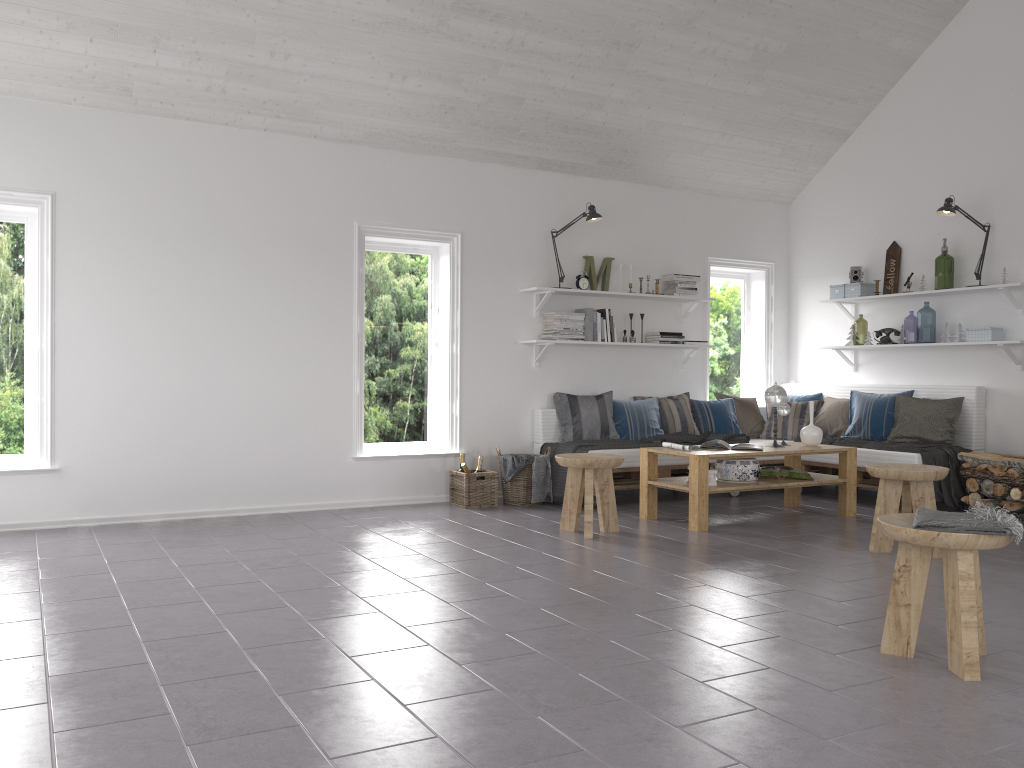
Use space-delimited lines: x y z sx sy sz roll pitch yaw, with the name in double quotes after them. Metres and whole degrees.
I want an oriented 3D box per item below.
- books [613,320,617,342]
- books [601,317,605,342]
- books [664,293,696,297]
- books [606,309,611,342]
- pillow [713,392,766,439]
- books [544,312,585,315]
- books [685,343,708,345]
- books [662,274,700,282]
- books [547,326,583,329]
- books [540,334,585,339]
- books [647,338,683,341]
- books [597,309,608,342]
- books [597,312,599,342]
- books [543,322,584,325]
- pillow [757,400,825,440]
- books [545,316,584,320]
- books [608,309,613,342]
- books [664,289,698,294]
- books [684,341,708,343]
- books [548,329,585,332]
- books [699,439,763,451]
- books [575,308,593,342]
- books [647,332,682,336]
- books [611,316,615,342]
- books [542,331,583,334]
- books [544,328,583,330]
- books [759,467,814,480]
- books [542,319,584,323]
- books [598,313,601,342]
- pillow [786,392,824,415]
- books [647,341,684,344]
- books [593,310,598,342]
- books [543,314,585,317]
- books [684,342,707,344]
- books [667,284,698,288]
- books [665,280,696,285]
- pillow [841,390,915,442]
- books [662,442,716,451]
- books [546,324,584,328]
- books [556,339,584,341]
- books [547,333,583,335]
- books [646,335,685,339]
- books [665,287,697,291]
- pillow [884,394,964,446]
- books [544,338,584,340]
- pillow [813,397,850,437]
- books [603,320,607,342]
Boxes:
0.811 -0.435 7.370 0.045 0.185 0.152 0 1 -29 "books"
0.708 -0.443 7.289 0.044 0.203 0.141 0 1 -29 "books"
1.455 -0.766 7.744 0.239 0.032 0.172 0 1 -29 "books"
0.739 -0.479 7.343 0.054 0.272 0.200 0 1 -29 "books"
2.078 0.293 7.957 0.545 0.438 0.334 0 1 -24 "pillow"
0.422 -0.565 7.186 0.288 0.016 0.182 0 1 -29 "books"
1.565 -0.344 7.796 0.253 0.014 0.187 0 1 -29 "books"
1.476 -0.918 7.747 0.290 0.053 0.176 0 1 -29 "books"
0.429 -0.454 7.199 0.254 0.012 0.161 0 1 -29 "books"
0.406 -0.383 7.194 0.331 0.025 0.176 0 1 -29 "books"
1.320 -0.381 7.657 0.242 0.023 0.191 0 1 -31 "books"
0.725 -0.480 7.332 0.038 0.274 0.200 0 1 -29 "books"
0.651 -0.464 7.294 0.019 0.243 0.205 0 1 -29 "books"
0.417 -0.486 7.217 0.288 0.016 0.182 0 1 -29 "books"
2.451 0.323 7.813 0.516 0.392 0.358 1 1 30 "pillow"
0.423 -0.531 7.200 0.273 0.021 0.174 0 1 -29 "books"
0.759 -0.479 7.356 0.048 0.274 0.210 0 1 -29 "books"
1.472 -0.798 7.740 0.239 0.032 0.172 0 1 -29 "books"
1.560 -0.370 7.802 0.251 0.012 0.202 0 1 -28 "books"
0.439 -0.429 7.202 0.256 0.013 0.161 0 1 -29 "books"
1.505 0.418 6.092 0.422 0.049 0.300 1 1 16 "books"
0.589 -0.479 7.256 0.050 0.271 0.200 0 1 -29 "books"
1.317 -0.429 7.661 0.239 0.028 0.190 0 1 -27 "books"
0.787 -0.451 7.357 0.047 0.219 0.171 0 1 -29 "books"
0.407 -0.415 7.212 0.288 0.016 0.182 0 1 -29 "books"
0.416 -0.442 7.199 0.285 0.012 0.159 0 1 -29 "books"
1.894 0.620 6.297 0.445 0.079 0.301 1 1 11 "books"
0.414 -0.508 7.214 0.296 0.028 0.180 0 1 -29 "books"
0.665 -0.461 7.303 0.031 0.236 0.200 0 1 -29 "books"
2.587 0.282 8.076 0.534 0.437 0.287 1 1 34 "pillow"
1.324 -0.354 7.668 0.258 0.032 0.191 0 1 -27 "books"
0.632 -0.472 7.277 0.046 0.257 0.193 0 1 -29 "books"
0.422 -0.550 7.199 0.288 0.016 0.182 0 1 -29 "books"
1.561 -0.358 7.795 0.248 0.014 0.187 0 1 -31 "books"
1.488 -0.852 7.756 0.223 0.026 0.161 0 1 -29 "books"
1.468 -0.878 7.739 0.223 0.027 0.161 0 1 -29 "books"
2.970 0.257 7.216 0.526 0.428 0.311 1 1 40 "pillow"
1.202 0.423 6.026 0.229 0.043 0.300 0 1 -25 "books"
0.431 -0.469 7.209 0.263 0.017 0.167 0 1 -29 "books"
0.432 -0.350 7.202 0.254 0.012 0.161 0 1 -29 "books"
0.429 -0.401 7.207 0.254 0.013 0.161 0 1 -29 "books"
1.324 -0.404 7.669 0.258 0.023 0.212 0 1 -29 "books"
1.475 -0.826 7.745 0.238 0.024 0.152 0 1 -29 "books"
3.190 0.285 6.849 0.519 0.395 0.334 1 1 39 "pillow"
0.420 -0.363 7.191 0.285 0.012 0.159 0 1 -29 "books"
2.782 0.305 7.579 0.366 0.381 0.521 0 1 -32 "pillow"
0.731 -0.435 7.297 0.042 0.185 0.125 0 1 -29 "books"
